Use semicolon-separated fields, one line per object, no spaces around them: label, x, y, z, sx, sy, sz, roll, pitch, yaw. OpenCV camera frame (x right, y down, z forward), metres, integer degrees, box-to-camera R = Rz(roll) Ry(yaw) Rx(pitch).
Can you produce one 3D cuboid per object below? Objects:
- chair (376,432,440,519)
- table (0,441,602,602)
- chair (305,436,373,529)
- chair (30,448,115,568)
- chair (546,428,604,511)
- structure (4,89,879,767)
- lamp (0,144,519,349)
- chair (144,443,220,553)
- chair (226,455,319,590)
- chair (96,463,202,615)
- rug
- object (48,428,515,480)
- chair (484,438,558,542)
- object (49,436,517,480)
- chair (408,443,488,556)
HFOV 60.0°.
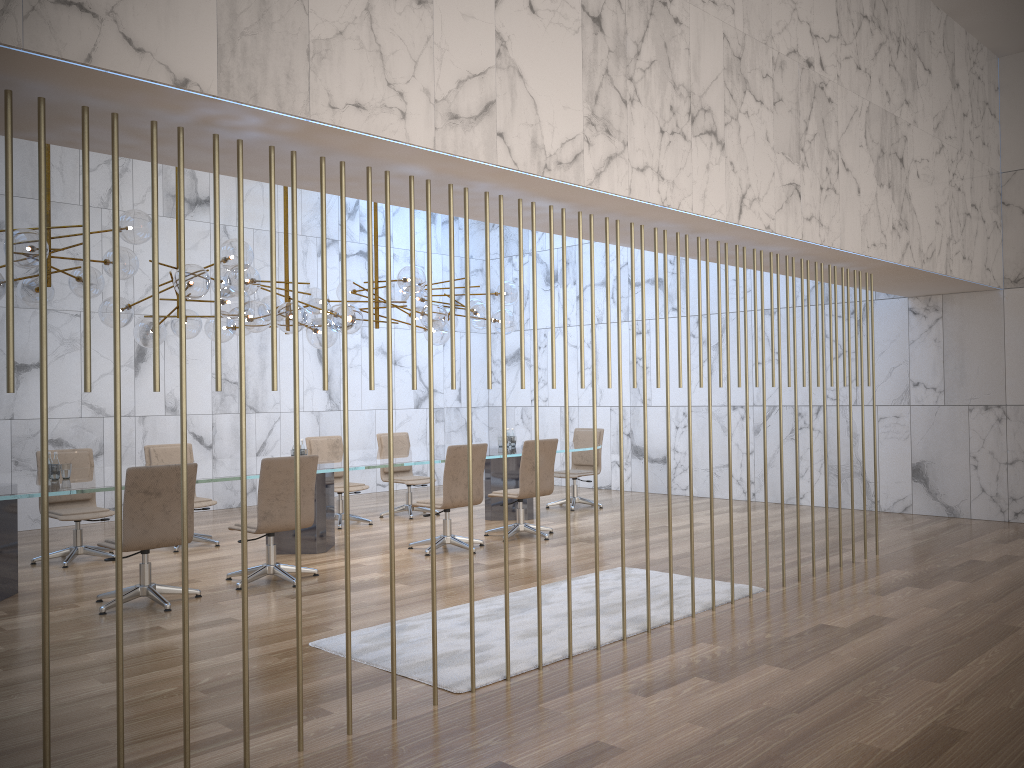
chair;-1.280;1.100;10.809;0.697;1.000;0.726;-2;-1;44
table;-2.024;1.158;8.462;2.092;0.835;7.924;-2;-1;45
chair;-1.981;1.102;10.096;0.697;1.000;0.726;-2;-1;44
chair;-3.969;1.105;8.076;0.697;1.000;0.726;-2;-1;44
chair;0.820;1.076;11.354;0.697;1.000;0.726;0;-1;-45
structure;0.635;0.268;5.170;0.023;2.456;7.223;-2;-1;45
lamp;-2.151;-1.654;8.416;1.557;2.716;5.672;-2;-1;44
chair;-3.276;1.104;8.780;0.697;1.000;0.726;-2;-1;44
chair;-1.887;1.060;7.003;0.697;1.000;0.726;-2;-1;45
chair;-2.588;1.061;6.291;0.697;1.000;0.726;-2;-1;45
rug;0.326;1.495;5.804;1.320;0.034;3.025;-2;-1;44
object;-1.816;0.633;8.709;0.124;0.213;5.189;-2;-1;45
chair;0.107;1.056;9.030;0.697;1.000;0.726;-2;-1;45
object;-1.790;0.681;8.664;0.183;0.117;5.112;-2;-1;45
chair;-0.589;1.057;8.322;0.697;1.000;0.726;-2;-1;45
